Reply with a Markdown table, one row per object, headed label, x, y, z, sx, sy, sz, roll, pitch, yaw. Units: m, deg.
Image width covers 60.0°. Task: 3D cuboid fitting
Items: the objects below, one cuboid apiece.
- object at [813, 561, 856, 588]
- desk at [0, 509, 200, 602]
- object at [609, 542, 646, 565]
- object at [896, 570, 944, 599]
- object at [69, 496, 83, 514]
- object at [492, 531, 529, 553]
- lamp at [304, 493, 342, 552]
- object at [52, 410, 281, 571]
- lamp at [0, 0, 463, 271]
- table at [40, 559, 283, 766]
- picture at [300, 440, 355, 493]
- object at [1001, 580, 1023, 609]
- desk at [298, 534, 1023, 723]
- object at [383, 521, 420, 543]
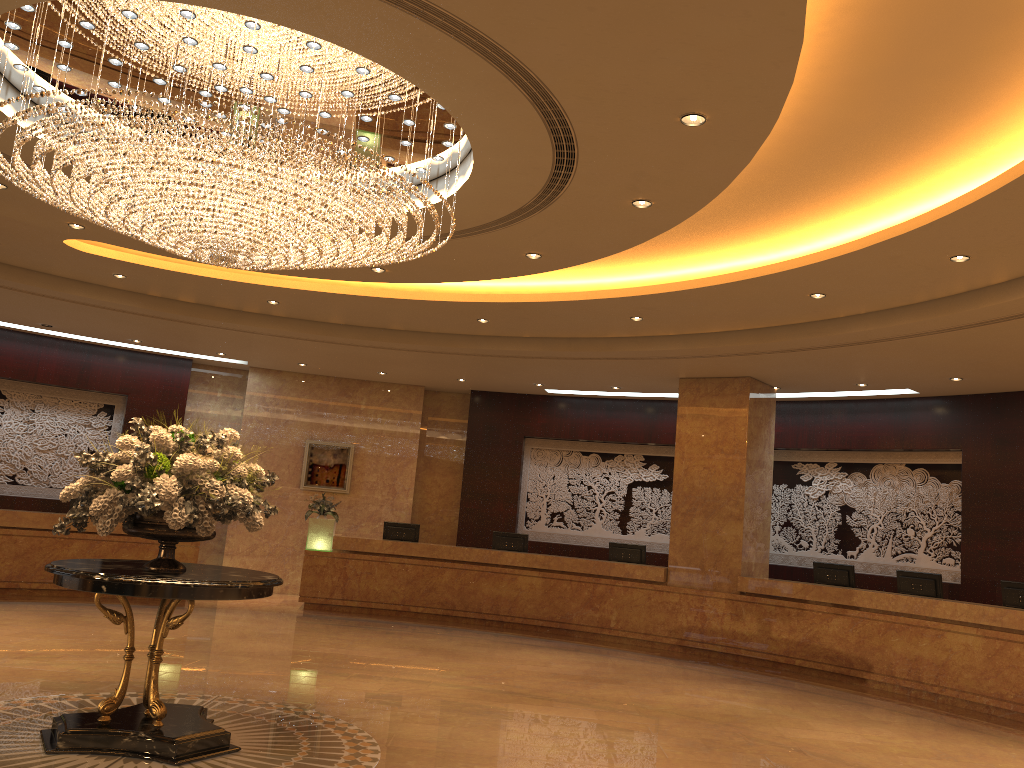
| label | x | y | z | sx | sy | sz | roll | pitch | yaw |
| --- | --- | --- | --- | --- | --- | --- | --- | --- | --- |
| object | 4.360 | 2.683 | 12.011 | 0.430 | 0.500 | 0.531 | 6 | -9 | -4 |
| desk | -7.065 | 2.401 | 12.716 | 5.227 | 1.155 | 1.570 | 11 | -11 | -35 |
| object | 1.787 | 2.734 | 13.798 | 0.430 | 0.500 | 0.531 | 10 | -10 | -28 |
| object | 5.121 | 2.615 | 11.144 | 0.430 | 0.500 | 0.531 | 5 | -9 | 2 |
| object | -6.523 | 1.931 | 13.337 | 0.918 | 0.500 | 0.397 | 8 | -9 | -18 |
| object | -0.037 | 2.664 | 14.394 | 0.430 | 0.500 | 0.531 | 12 | -11 | -39 |
| lamp | -3.030 | 2.194 | 14.183 | 0.577 | 0.925 | 0.542 | 5 | -9 | 2 |
| object | -2.264 | 0.751 | 6.037 | 1.277 | 0.999 | 1.318 | 0 | -10 | 30 |
| lamp | -1.990 | -1.457 | 6.357 | 3.206 | 1.196 | 3.204 | -1 | -11 | 36 |
| table | -2.336 | 1.774 | 5.845 | 1.493 | 1.089 | 1.493 | 6 | -9 | -7 |
| picture | -3.356 | 1.504 | 16.133 | 0.875 | 0.890 | 0.068 | 7 | -9 | -9 |
| object | 5.850 | 2.508 | 10.050 | 0.430 | 0.500 | 0.531 | 4 | -9 | 8 |
| desk | 2.381 | 3.142 | 12.046 | 12.951 | 1.155 | 3.466 | -1 | -11 | 34 |
| object | -1.833 | 2.535 | 14.600 | 0.531 | 0.500 | 0.430 | -2 | -11 | 36 |
